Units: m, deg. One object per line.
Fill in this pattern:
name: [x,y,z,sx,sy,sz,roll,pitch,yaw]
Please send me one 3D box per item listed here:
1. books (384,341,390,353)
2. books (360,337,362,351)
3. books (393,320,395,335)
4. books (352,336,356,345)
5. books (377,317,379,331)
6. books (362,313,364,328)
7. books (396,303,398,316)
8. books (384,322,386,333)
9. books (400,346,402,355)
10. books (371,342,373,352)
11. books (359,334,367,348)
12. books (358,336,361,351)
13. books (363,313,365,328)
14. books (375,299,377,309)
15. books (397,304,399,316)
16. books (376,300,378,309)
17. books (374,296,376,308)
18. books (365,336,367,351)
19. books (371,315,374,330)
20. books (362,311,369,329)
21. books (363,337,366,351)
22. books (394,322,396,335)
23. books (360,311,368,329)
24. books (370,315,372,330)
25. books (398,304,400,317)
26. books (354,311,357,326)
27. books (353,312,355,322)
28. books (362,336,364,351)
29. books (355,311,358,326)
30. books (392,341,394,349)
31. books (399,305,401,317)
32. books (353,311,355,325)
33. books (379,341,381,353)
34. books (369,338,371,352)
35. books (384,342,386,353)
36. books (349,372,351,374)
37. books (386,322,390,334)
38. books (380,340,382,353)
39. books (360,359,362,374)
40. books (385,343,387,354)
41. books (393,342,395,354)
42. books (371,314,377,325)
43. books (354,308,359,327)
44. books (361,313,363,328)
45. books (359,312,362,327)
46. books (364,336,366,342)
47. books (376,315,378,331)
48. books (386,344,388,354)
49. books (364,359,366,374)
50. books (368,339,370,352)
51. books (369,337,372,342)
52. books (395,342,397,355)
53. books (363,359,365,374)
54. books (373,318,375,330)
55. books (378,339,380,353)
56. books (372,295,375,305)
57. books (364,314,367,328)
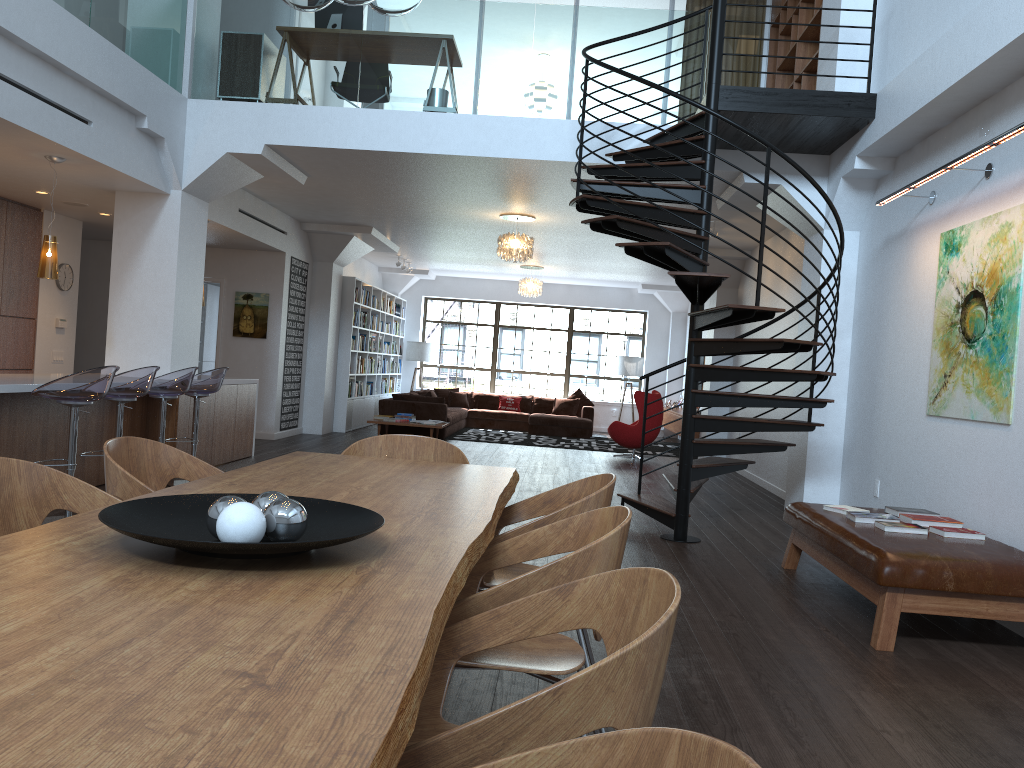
books: [-2.403,-0.693,16.925,0.140,0.231,0.042,4,1,3]
books: [-2.544,-0.657,14.512,0.161,0.223,0.027,4,1,3]
books: [-2.369,-1.103,17.185,0.176,0.290,0.053,4,1,3]
books: [-2.561,-0.655,14.120,0.140,0.231,0.042,4,1,3]
books: [-2.448,-1.063,15.698,0.159,0.250,0.026,4,1,3]
books: [-2.528,-1.046,14.545,0.171,0.246,0.039,4,1,3]
books: [-2.345,-1.460,17.396,0.183,0.253,0.042,4,1,3]
books: [-2.411,-1.048,16.367,0.146,0.202,0.027,4,1,3]
books: [-2.344,-0.700,18.082,0.182,0.215,0.188,4,1,3]
books: [-2.497,-0.660,15.384,0.161,0.207,0.135,4,1,3]
books: [-2.528,-0.695,14.877,0.176,0.294,0.102,4,1,3]
books: [-2.553,-0.663,14.393,0.174,0.239,0.045,4,1,3]
books: [-2.528,-1.051,14.619,0.183,0.253,0.042,4,1,3]
books: [-2.440,-1.401,15.493,0.139,0.191,0.036,4,1,3]
books: [-2.334,-1.461,17.483,0.183,0.253,0.042,4,1,3]
books: [-2.432,-1.396,15.588,0.128,0.178,0.022,4,1,3]
books: [-2.452,-1.418,15.405,0.158,0.226,0.052,4,1,3]
books: [-2.522,-0.675,14.814,0.182,0.253,0.034,4,1,3]
books: [-2.477,-1.059,15.239,0.182,0.253,0.034,4,1,3]
books: [-2.502,-1.073,14.896,0.176,0.291,0.053,4,1,3]
books: [-2.531,-0.668,14.741,0.174,0.239,0.045,4,1,3]
books: [-2.361,-1.085,17.262,0.183,0.253,0.034,4,1,3]
books: [-2.522,-1.070,14.845,0.198,0.284,0.049,4,1,3]
books: [-2.481,-1.056,15.065,0.182,0.253,0.034,4,1,3]
books: [-2.329,-1.462,17.571,0.183,0.253,0.042,4,1,3]
books: [-2.545,-1.031,13.947,0.172,0.235,0.112,4,1,3]
books: [-2.556,-1.022,13.886,0.161,0.218,0.101,4,1,3]
books: [-2.537,-0.673,14.641,0.182,0.253,0.034,4,1,3]
books: [-2.544,-1.036,14.030,0.174,0.242,0.105,4,1,3]
books: [-2.399,-0.709,17.280,0.183,0.253,0.042,4,1,3]
books: [-2.321,-1.464,17.701,0.183,0.253,0.042,4,1,3]
books: [-2.549,-1.029,13.915,0.152,0.232,0.104,4,1,3]
books: [-2.458,-0.676,16.001,0.161,0.223,0.030,4,1,3]
books: [-2.510,-0.674,15.150,0.174,0.240,0.054,4,1,3]
books: [-2.426,-0.675,16.557,0.140,0.206,0.042,4,1,3]
books: [-2.644,-0.186,13.951,0.197,0.035,0.284,4,1,-7]
books: [-2.392,-1.070,16.867,0.140,0.231,0.042,4,1,3]
books: [-2.462,-0.689,16.104,0.171,0.246,0.036,4,1,3]
books: [-2.568,-0.299,14.667,0.171,0.246,0.057,4,1,3]
books: [-2.420,-0.668,16.597,0.139,0.191,0.036,4,1,3]
books: [-2.391,-0.707,17.353,0.171,0.246,0.039,4,1,3]
books: [-2.464,-1.082,15.564,0.176,0.290,0.053,4,1,3]
books: [-2.529,-1.060,14.107,0.176,0.290,0.053,4,1,3]
books: [-2.533,-1.048,14.506,0.160,0.251,0.039,4,1,3]
books: [-2.537,-1.048,14.380,0.183,0.253,0.042,4,1,3]
books: [-2.535,-0.676,14.781,0.182,0.253,0.034,4,1,3]
books: [-2.465,-1.080,15.625,0.197,0.283,0.065,4,1,3]
books: [-2.412,-0.662,16.692,0.128,0.178,0.022,4,1,3]
books: [-2.552,-0.307,14.918,0.183,0.253,0.034,4,1,3]
books: [-2.513,-0.665,15.107,0.161,0.223,0.032,4,1,3]
books: [-2.513,-0.683,15.263,0.183,0.253,0.042,4,1,3]
books: [-2.381,-0.712,17.518,0.183,0.253,0.042,4,1,3]
books: [-2.562,-0.305,14.816,0.183,0.253,0.034,4,1,3]
books: [-2.468,-1.045,15.368,0.161,0.223,0.027,4,1,3]
books: [-2.465,-0.690,15.930,0.174,0.251,0.051,4,1,3]
books: [-2.449,-1.420,15.355,0.140,0.231,0.042,4,1,3]
books: [-2.512,-1.045,14.730,0.174,0.240,0.054,4,1,3]
